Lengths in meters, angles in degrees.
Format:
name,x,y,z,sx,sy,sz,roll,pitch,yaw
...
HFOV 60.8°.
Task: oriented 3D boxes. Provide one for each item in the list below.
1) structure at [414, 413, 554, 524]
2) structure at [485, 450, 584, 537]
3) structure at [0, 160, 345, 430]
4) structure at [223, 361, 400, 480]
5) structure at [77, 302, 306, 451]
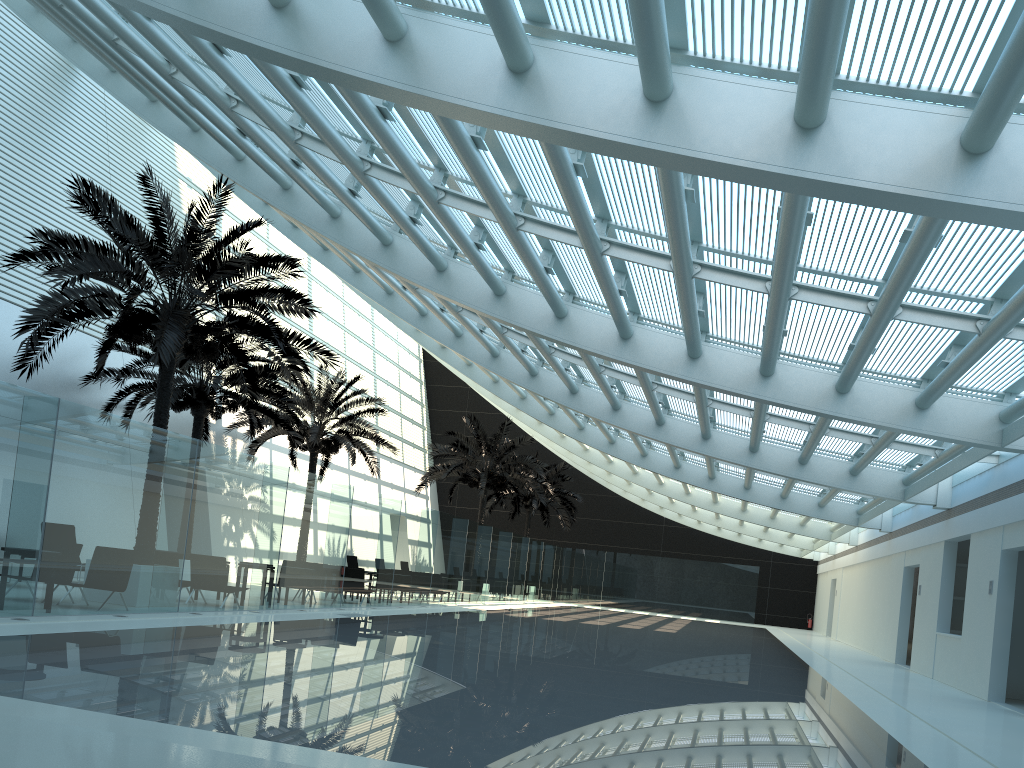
name,x,y,z,sx,sy,sz,roll,pitch,yaw
structure,-1.093,4.636,32.699,4.811,6.891,4.534,5,-5,8
structure,0.910,6.580,40.643,4.470,6.889,4.884,7,-5,-7
structure,-5.739,0.071,14.011,4.800,6.890,4.544,3,-6,33
structure,-6.144,2.758,26.275,4.720,6.768,4.283,11,-7,-41
structure,-7.407,1.367,20.366,4.655,6.708,4.343,7,-5,-7
